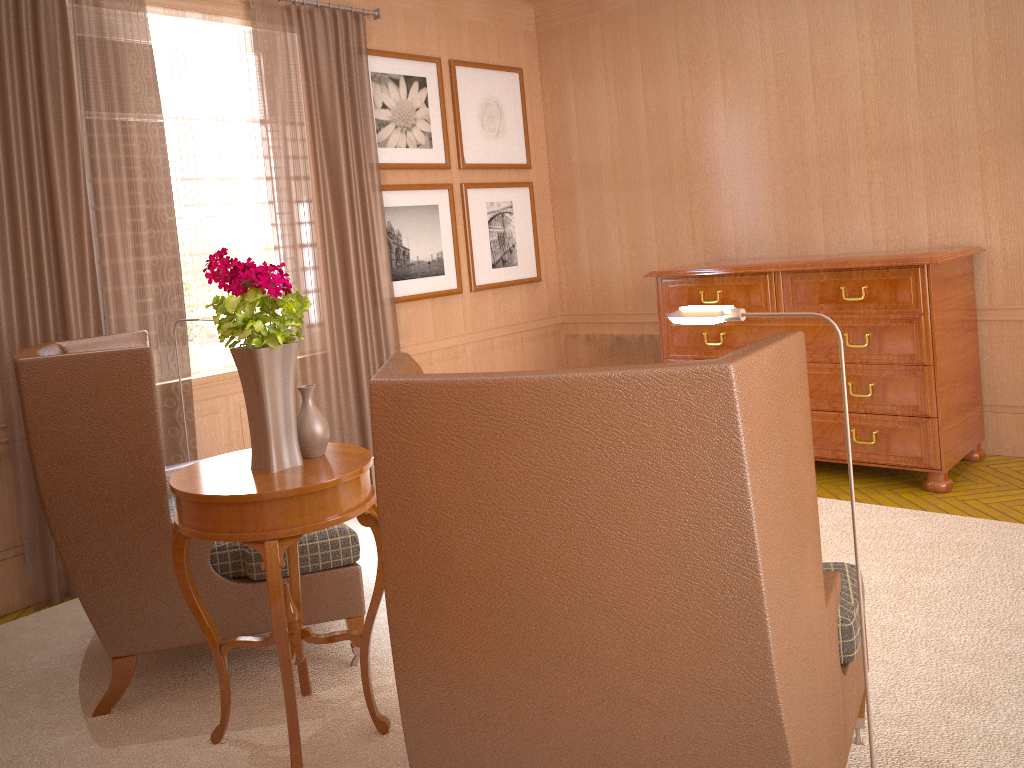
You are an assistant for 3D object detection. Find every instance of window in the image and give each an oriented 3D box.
[{"bbox_3d":[-2.943,-1.735,8.023,0.844,3.359,2.459,-3,5,42],"label":"window"}]

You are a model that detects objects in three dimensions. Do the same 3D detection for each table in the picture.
[{"bbox_3d":[-1.115,1.081,4.354,0.934,1.364,1.038,-9,6,-40],"label":"table"}]

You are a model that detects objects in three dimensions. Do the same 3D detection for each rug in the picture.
[{"bbox_3d":[0.667,1.508,5.011,7.951,0.020,6.068,3,13,42],"label":"rug"}]

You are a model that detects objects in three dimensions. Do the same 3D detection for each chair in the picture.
[{"bbox_3d":[-2.054,0.663,5.569,1.729,1.962,1.918,-8,6,-23],"label":"chair"},{"bbox_3d":[0.394,0.797,3.401,1.905,1.962,1.741,-3,6,17],"label":"chair"}]

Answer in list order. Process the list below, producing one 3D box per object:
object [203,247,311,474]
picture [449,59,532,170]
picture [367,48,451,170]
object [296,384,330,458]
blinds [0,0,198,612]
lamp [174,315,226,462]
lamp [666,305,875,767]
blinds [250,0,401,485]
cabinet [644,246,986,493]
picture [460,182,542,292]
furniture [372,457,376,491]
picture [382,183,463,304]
[{"bbox_3d":[-1.199,-0.138,4.298,0.455,1.083,0.530,-2,5,40],"label":"object"},{"bbox_3d":[-0.236,-3.182,10.482,0.047,1.241,1.264,-3,6,42],"label":"picture"},{"bbox_3d":[-1.165,-2.923,9.436,0.047,1.241,1.264,-3,6,42],"label":"picture"},{"bbox_3d":[-1.024,0.187,4.459,0.186,0.356,0.187,-6,4,-15],"label":"object"},{"bbox_3d":[-3.263,-0.835,6.823,0.265,4.774,1.441,-3,4,43],"label":"blinds"},{"bbox_3d":[-2.134,0.503,6.422,0.629,2.015,0.567,-5,3,4],"label":"lamp"},{"bbox_3d":[0.992,0.711,3.410,0.628,2.020,0.568,-5,3,13],"label":"lamp"},{"bbox_3d":[-1.729,-1.267,8.554,0.266,4.764,1.461,-3,4,41],"label":"blinds"},{"bbox_3d":[2.891,-0.225,8.421,2.764,1.931,1.431,1,8,42],"label":"cabinet"},{"bbox_3d":[-0.107,-1.789,10.542,0.047,1.241,1.264,-3,6,42],"label":"picture"},{"bbox_3d":[0.223,0.828,6.559,1.948,0.894,1.974,1,10,39],"label":"furniture"},{"bbox_3d":[-1.036,-1.530,9.496,0.047,1.241,1.264,-3,6,42],"label":"picture"}]
